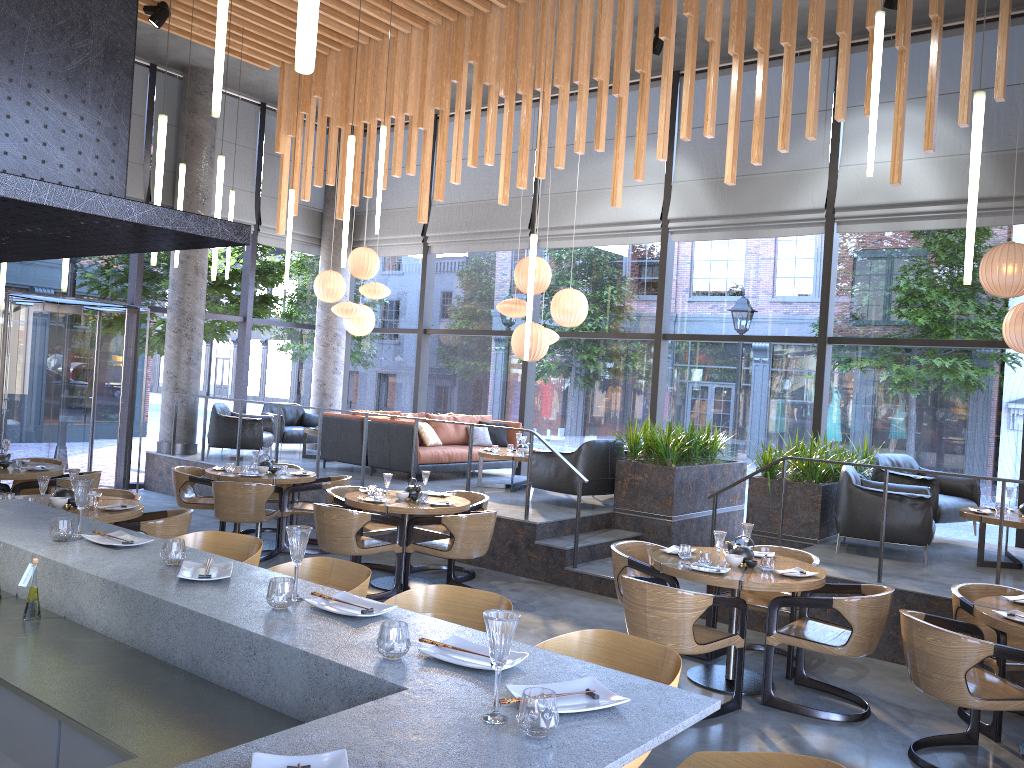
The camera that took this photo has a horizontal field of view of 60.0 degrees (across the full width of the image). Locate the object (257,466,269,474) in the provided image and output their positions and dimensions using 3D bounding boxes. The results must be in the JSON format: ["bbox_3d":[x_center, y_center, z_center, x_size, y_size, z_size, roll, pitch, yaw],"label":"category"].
[{"bbox_3d":[-2.512,0.868,8.938,0.116,0.065,0.116,4,0,5],"label":"object"}]

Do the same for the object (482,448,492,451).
[{"bbox_3d":[-0.279,0.818,11.006,0.170,0.025,0.294,4,0,18],"label":"object"}]

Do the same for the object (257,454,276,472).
[{"bbox_3d":[-2.526,0.809,9.086,0.163,0.179,0.168,4,0,3],"label":"object"}]

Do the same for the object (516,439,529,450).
[{"bbox_3d":[0.140,0.768,11.019,0.163,0.179,0.168,4,0,3],"label":"object"}]

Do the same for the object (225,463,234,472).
[{"bbox_3d":[-2.821,0.837,8.869,0.086,0.086,0.086,4,0,-21],"label":"object"}]

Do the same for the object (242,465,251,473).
[{"bbox_3d":[-2.630,0.849,8.779,0.086,0.086,0.086,4,0,24],"label":"object"}]

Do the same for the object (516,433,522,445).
[{"bbox_3d":[0.082,0.740,11.226,0.082,0.227,0.082,4,0,19],"label":"object"}]

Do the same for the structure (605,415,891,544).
[{"bbox_3d":[-3.791,0.767,8.524,15.715,1.608,4.306,4,0,-14],"label":"structure"}]

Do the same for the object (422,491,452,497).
[{"bbox_3d":[-0.719,1.006,8.126,0.294,0.025,0.170,4,0,22],"label":"object"}]

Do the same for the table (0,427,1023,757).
[{"bbox_3d":[-0.555,1.299,7.865,10.659,0.968,6.876,4,0,38],"label":"table"}]

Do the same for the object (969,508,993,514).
[{"bbox_3d":[4.061,1.105,7.662,0.170,0.025,0.294,4,0,18],"label":"object"}]

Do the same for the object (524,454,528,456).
[{"bbox_3d":[0.252,0.853,10.597,0.170,0.025,0.294,4,0,18],"label":"object"}]

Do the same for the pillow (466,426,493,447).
[{"bbox_3d":[-0.446,0.718,12.116,0.332,0.263,0.203,4,0,-32],"label":"pillow"}]

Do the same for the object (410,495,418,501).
[{"bbox_3d":[-0.843,0.989,7.674,0.080,0.042,0.080,4,0,-28],"label":"object"}]

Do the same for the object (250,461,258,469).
[{"bbox_3d":[-2.687,0.845,9.254,0.086,0.086,0.086,4,0,-15],"label":"object"}]

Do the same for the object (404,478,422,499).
[{"bbox_3d":[-0.870,0.919,7.811,0.163,0.179,0.168,4,0,1],"label":"object"}]

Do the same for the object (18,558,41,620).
[{"bbox_3d":[-1.630,0.692,2.999,0.076,0.203,0.042,4,0,-19],"label":"object"}]

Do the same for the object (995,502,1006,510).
[{"bbox_3d":[4.319,1.090,7.843,0.086,0.086,0.086,4,0,-15],"label":"object"}]

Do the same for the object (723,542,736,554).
[{"bbox_3d":[1.475,1.120,6.003,0.086,0.086,0.086,4,0,20],"label":"object"}]

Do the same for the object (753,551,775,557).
[{"bbox_3d":[1.644,1.162,6.085,0.294,0.025,0.170,4,0,22],"label":"object"}]

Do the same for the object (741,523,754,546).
[{"bbox_3d":[1.580,1.056,5.972,0.082,0.227,0.082,4,0,-32],"label":"object"}]

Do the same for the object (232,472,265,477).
[{"bbox_3d":[-2.574,0.884,8.638,0.294,0.025,0.170,4,0,-4],"label":"object"}]

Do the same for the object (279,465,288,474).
[{"bbox_3d":[-2.312,0.870,8.990,0.086,0.086,0.086,4,0,-44],"label":"object"}]

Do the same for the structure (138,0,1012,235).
[{"bbox_3d":[-2.359,-1.291,4.706,10.399,5.894,10.127,4,0,38],"label":"structure"}]

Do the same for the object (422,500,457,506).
[{"bbox_3d":[-0.631,1.012,7.512,0.294,0.025,0.170,4,0,-33],"label":"object"}]

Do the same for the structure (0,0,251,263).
[{"bbox_3d":[-5.912,-1.460,4.181,8.600,2.382,4.958,4,0,38],"label":"structure"}]

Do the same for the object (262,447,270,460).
[{"bbox_3d":[-2.584,0.781,9.292,0.082,0.227,0.082,4,0,19],"label":"object"}]

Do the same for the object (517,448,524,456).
[{"bbox_3d":[0.102,0.812,10.596,0.086,0.086,0.086,4,0,42],"label":"object"}]

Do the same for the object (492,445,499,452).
[{"bbox_3d":[-0.205,0.792,10.833,0.086,0.086,0.086,4,0,42],"label":"object"}]

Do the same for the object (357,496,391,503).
[{"bbox_3d":[-1.188,0.976,7.493,0.294,0.025,0.170,4,0,35],"label":"object"}]

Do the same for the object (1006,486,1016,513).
[{"bbox_3d":[4.422,1.026,7.882,0.082,0.227,0.082,4,0,19],"label":"object"}]

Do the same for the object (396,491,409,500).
[{"bbox_3d":[-0.951,0.971,7.688,0.116,0.065,0.116,4,0,-1],"label":"object"}]

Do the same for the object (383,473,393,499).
[{"bbox_3d":[-1.068,0.881,7.590,0.082,0.227,0.082,4,0,7],"label":"object"}]

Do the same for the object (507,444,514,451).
[{"bbox_3d":[-0.021,0.804,11.187,0.086,0.086,0.086,4,0,-15],"label":"object"}]

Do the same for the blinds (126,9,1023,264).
[{"bbox_3d":[-2.659,-3.111,10.546,17.610,2.314,8.760,4,0,-9],"label":"blinds"}]

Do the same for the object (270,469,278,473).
[{"bbox_3d":[-2.419,0.885,8.996,0.080,0.042,0.080,4,0,23],"label":"object"}]

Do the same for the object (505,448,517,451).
[{"bbox_3d":[0.059,0.840,11.359,0.294,0.025,0.170,4,0,-17],"label":"object"}]

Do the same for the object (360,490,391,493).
[{"bbox_3d":[-1.256,0.971,8.016,0.170,0.025,0.294,4,0,35],"label":"object"}]

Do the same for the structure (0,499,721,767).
[{"bbox_3d":[-4.552,0.825,2.906,8.945,1.400,4.889,4,0,38],"label":"structure"}]

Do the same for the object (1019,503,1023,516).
[{"bbox_3d":[4.480,1.054,7.675,0.163,0.179,0.168,4,0,3],"label":"object"}]

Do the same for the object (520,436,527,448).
[{"bbox_3d":[0.134,0.743,10.677,0.082,0.227,0.082,4,0,-10],"label":"object"}]

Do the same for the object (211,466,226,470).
[{"bbox_3d":[-2.955,0.859,9.002,0.170,0.025,0.294,4,0,-4],"label":"object"}]

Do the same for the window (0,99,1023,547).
[{"bbox_3d":[-1.954,-1.261,6.269,12.739,5.897,12.900,4,0,38],"label":"window"}]

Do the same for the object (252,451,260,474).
[{"bbox_3d":[-2.540,0.784,8.785,0.082,0.227,0.082,4,0,-32],"label":"object"}]

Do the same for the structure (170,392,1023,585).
[{"bbox_3d":[-2.690,-0.539,5.055,11.718,4.117,9.054,4,0,37],"label":"structure"}]

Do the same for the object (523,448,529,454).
[{"bbox_3d":[0.154,0.827,10.871,0.116,0.065,0.116,4,0,-23],"label":"object"}]

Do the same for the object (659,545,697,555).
[{"bbox_3d":[1.108,1.127,5.976,0.170,0.025,0.294,4,0,35],"label":"object"}]

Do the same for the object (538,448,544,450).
[{"bbox_3d":[0.353,0.829,10.924,0.086,0.086,0.086,4,0,42],"label":"object"}]

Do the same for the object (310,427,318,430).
[{"bbox_3d":[-2.796,0.652,12.804,0.170,0.025,0.294,4,0,-27],"label":"object"}]

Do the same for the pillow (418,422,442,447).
[{"bbox_3d":[-1.098,0.648,11.491,0.289,0.311,0.393,4,0,18],"label":"pillow"}]

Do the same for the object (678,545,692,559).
[{"bbox_3d":[1.130,1.097,5.789,0.086,0.086,0.086,4,0,-27],"label":"object"}]

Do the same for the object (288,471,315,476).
[{"bbox_3d":[-2.152,0.911,9.004,0.170,0.025,0.294,4,0,18],"label":"object"}]

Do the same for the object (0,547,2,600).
[{"bbox_3d":[-1.866,0.677,3.186,0.029,0.203,0.077,4,0,28],"label":"object"}]

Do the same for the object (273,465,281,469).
[{"bbox_3d":[-2.607,0.881,9.426,0.294,0.025,0.170,4,0,-17],"label":"object"}]

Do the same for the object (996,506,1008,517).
[{"bbox_3d":[4.136,1.079,7.489,0.086,0.086,0.086,4,0,42],"label":"object"}]

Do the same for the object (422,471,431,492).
[{"bbox_3d":[-0.783,0.900,8.012,0.082,0.227,0.082,4,0,-20],"label":"object"}]

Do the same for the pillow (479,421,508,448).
[{"bbox_3d":[-0.264,0.697,12.334,0.418,0.345,0.242,4,0,-12],"label":"pillow"}]

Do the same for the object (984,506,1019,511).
[{"bbox_3d":[4.399,1.126,8.015,0.294,0.025,0.170,4,0,-17],"label":"object"}]
